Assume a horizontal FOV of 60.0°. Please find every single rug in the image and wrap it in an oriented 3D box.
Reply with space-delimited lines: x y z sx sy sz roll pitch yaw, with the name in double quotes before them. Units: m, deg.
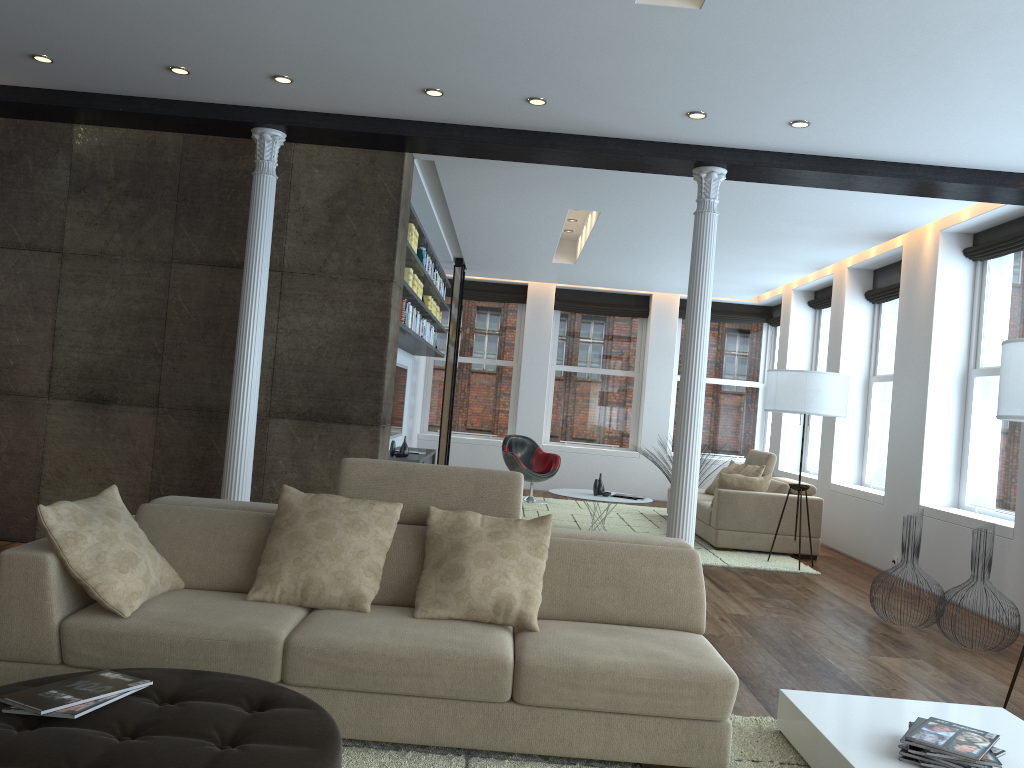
"rug" 1.133 1.540 9.657 2.972 0.020 4.231 5 -1 0
"rug" -0.097 1.274 2.201 4.231 0.020 2.972 5 -1 0

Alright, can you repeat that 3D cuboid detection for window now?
"window" 3.081 -0.013 13.247 1.474 2.400 0.123 5 -1 0
"window" 9.894 1.293 18.640 34.761 17.917 13.698 5 -1 0
"window" 3.872 -0.085 6.799 0.123 2.400 1.391 5 -1 0
"window" 3.860 -0.041 8.867 0.123 2.400 1.345 5 -1 0
"window" -0.572 -0.325 13.240 1.420 2.400 0.123 5 -1 0
"window" 1.241 -0.170 13.247 1.420 2.400 0.123 5 -1 0
"window" 3.850 -0.003 10.661 0.123 2.400 1.444 5 -1 0

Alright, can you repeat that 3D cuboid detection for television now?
"television" -1.281 0.183 9.706 0.074 0.812 1.307 5 -1 0

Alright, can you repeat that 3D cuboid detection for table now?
"table" 0.852 1.289 8.706 1.022 0.393 1.022 4 -2 44
"table" 1.517 1.337 3.111 0.900 0.170 0.900 5 -1 0

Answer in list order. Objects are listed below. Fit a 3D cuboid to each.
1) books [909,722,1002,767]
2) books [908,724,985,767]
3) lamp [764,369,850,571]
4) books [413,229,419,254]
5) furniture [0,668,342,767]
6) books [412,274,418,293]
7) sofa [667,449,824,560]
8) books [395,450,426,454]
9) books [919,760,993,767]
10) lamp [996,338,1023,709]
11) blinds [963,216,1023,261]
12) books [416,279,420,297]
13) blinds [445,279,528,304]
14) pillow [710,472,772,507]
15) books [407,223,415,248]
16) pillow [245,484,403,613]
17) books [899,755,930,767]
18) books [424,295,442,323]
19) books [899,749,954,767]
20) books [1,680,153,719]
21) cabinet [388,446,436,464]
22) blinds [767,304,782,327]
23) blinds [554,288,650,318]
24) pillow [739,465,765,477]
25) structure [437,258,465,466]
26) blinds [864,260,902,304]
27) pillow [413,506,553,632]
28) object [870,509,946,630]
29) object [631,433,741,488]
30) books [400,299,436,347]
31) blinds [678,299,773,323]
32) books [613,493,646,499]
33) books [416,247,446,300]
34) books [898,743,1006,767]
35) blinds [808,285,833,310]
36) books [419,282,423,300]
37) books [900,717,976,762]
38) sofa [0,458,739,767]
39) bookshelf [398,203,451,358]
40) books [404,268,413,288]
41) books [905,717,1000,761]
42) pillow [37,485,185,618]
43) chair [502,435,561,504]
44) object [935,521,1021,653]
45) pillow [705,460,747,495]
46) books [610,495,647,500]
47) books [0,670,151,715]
"books" 1.459 1.189 2.935 0.220 0.010 0.300 5 -1 15
"books" 1.438 1.197 2.949 0.220 0.010 0.300 4 -1 25
"lamp" 2.552 0.761 7.842 0.698 1.728 0.698 4 -1 24
"books" -0.899 -1.183 7.462 0.189 0.228 0.249 5 -1 0
"furniture" -0.960 1.013 2.178 1.057 0.355 1.057 5 -1 2
"books" -0.968 -0.884 8.058 0.189 0.228 0.249 5 -1 0
"sofa" 2.433 1.184 9.653 1.018 0.950 2.581 5 -1 0
"books" -1.121 0.746 9.717 0.300 0.010 0.220 5 -1 15
"books" 1.456 1.228 2.934 0.220 0.010 0.300 4 -1 20
"lamp" 2.573 0.682 4.054 0.698 1.728 0.698 4 -1 24
"blinds" 3.901 -1.160 6.823 0.156 0.275 1.396 5 -1 0
"books" -0.972 -0.877 8.303 0.209 0.220 0.278 5 -1 -2
"blinds" -0.477 -1.380 13.169 1.412 0.307 0.156 5 -1 0
"pillow" 2.223 1.036 8.640 0.518 0.393 0.395 5 -1 -4
"books" -0.900 -1.187 7.192 0.209 0.220 0.278 5 -1 -2
"pillow" -0.736 0.652 3.538 0.534 0.439 0.301 5 -1 3
"books" 1.434 1.236 2.948 0.220 0.010 0.300 4 -2 35
"books" -1.001 -0.845 10.349 0.242 0.237 1.489 5 -1 0
"books" 1.436 1.216 2.949 0.220 0.010 0.300 4 -2 35
"books" -1.137 0.823 2.340 0.219 0.031 0.300 5 -1 15
"cabinet" -1.156 1.049 9.672 0.450 0.603 2.000 5 -1 0
"blinds" 3.867 -1.014 12.497 0.156 0.327 1.377 5 -1 0
"blinds" 1.329 -1.198 13.175 1.422 0.363 0.156 5 -1 0
"pillow" 2.458 1.051 9.401 0.301 0.439 0.534 5 -1 -4
"structure" -0.815 -0.106 11.762 0.120 3.059 0.600 5 -1 0
"blinds" 3.884 -1.058 8.889 0.156 0.393 1.342 5 -1 0
"pillow" -0.115 0.715 3.528 0.519 0.416 0.368 5 -1 4
"object" 2.626 1.204 5.858 0.458 0.781 0.458 5 -1 -1
"object" 2.216 1.155 11.465 1.119 1.014 1.125 5 -1 -14
"books" -0.983 -0.563 8.678 0.242 0.237 2.981 5 -1 0
"blinds" 3.156 -1.068 13.183 1.442 0.312 0.155 5 -1 0
"books" 1.159 1.104 8.718 0.300 0.010 0.220 5 -1 15
"books" -0.936 -1.153 9.712 0.242 0.237 2.981 5 -1 0
"books" 1.458 1.208 2.935 0.300 0.010 0.220 6 -2 -40
"blinds" 3.879 -1.079 10.681 0.156 0.275 1.442 5 -1 0
"books" -0.971 -0.873 8.573 0.189 0.228 0.249 5 -1 0
"books" 1.439 1.178 2.950 0.220 0.010 0.300 4 -2 35
"sofa" -0.494 0.802 3.523 2.581 0.950 1.021 5 -1 0
"bookshelf" -1.015 -0.872 9.030 0.400 0.942 4.804 5 -1 0
"books" -0.966 -0.887 7.776 0.189 0.224 0.345 5 -1 0
"books" 1.461 1.170 2.935 0.220 0.010 0.300 4 -2 40
"pillow" -1.494 0.604 3.297 0.395 0.393 0.518 5 -1 3
"chair" 0.231 1.082 11.303 0.810 0.818 0.669 5 -1 -21
"object" 2.845 1.212 5.393 0.458 0.781 0.458 5 -1 -1
"pillow" 2.440 1.074 10.026 0.368 0.416 0.519 5 -1 -5
"books" 1.144 1.112 8.697 0.300 0.010 0.220 4 -2 35
"books" -1.158 0.814 2.355 0.220 0.040 0.301 4 -2 35
